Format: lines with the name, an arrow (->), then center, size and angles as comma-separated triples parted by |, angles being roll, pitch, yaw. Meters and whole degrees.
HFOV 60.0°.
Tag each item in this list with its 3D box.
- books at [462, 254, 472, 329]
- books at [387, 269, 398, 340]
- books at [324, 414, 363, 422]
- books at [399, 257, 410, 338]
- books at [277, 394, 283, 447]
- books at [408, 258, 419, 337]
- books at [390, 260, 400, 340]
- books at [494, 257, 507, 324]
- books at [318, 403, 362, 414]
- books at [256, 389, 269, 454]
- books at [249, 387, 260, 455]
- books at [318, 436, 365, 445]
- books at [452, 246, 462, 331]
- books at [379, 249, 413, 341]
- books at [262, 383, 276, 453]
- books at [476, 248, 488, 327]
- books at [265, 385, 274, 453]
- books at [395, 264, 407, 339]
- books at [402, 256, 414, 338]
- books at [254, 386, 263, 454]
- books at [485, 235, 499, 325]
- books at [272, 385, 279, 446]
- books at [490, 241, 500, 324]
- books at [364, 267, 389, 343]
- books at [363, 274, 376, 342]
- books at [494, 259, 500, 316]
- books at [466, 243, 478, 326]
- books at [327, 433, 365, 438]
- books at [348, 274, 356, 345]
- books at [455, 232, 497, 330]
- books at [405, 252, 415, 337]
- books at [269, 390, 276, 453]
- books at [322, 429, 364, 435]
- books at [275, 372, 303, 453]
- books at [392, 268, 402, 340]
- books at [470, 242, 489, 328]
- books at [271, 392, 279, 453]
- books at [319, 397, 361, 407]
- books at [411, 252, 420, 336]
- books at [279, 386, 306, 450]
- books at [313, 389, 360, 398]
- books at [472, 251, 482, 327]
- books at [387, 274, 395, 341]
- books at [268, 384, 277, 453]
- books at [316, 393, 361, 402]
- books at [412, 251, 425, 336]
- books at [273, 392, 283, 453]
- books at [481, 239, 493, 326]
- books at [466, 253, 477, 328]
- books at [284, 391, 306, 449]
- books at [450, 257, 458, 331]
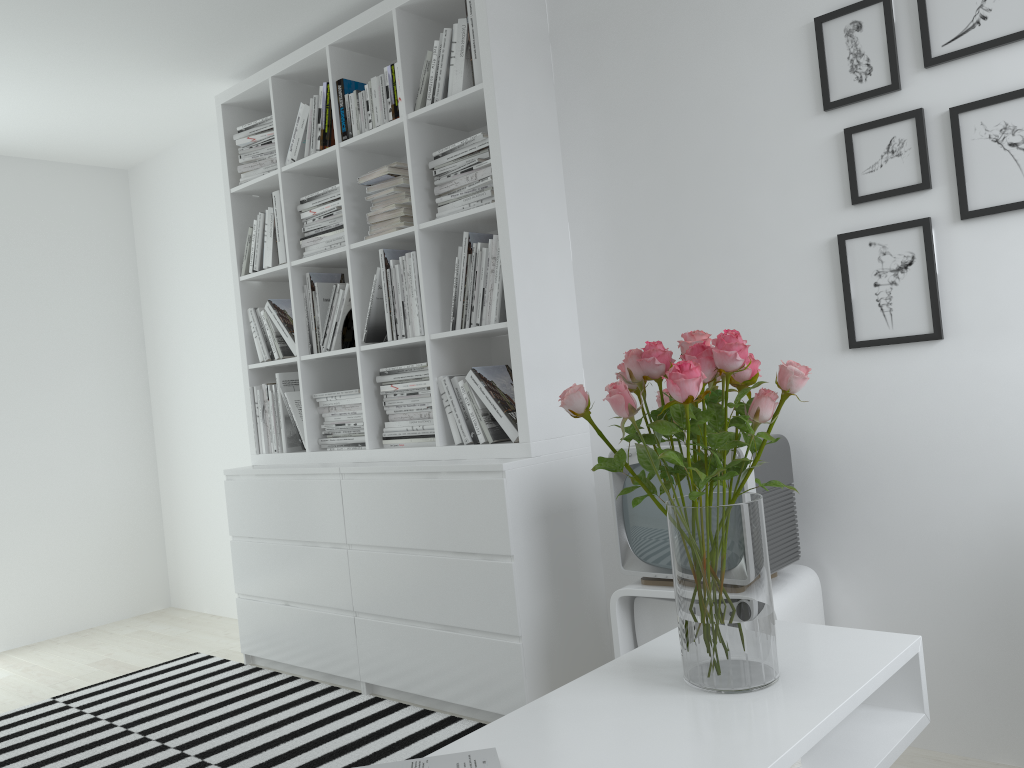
books -> -0.100, -0.311, 3.019 | 0.078, 0.248, 0.161 | -6, 0, 42
books -> -0.375, -0.288, 3.207 | 0.013, 0.256, 0.161 | -6, 0, 42
books -> -0.593, 0.126, 3.500 | 0.263, 0.017, 0.167 | -6, 0, 42
books -> -0.319, -0.310, 3.187 | 0.016, 0.288, 0.182 | -6, 0, 42
books -> -0.906, 0.154, 3.732 | 0.013, 0.254, 0.161 | -6, 0, 42
books -> -0.283, -0.306, 3.133 | 0.021, 0.273, 0.174 | -6, 0, 42
books -> -0.362, -0.304, 3.205 | 0.012, 0.285, 0.159 | -6, 0, 42
books -> 0.019, -0.340, 2.893 | 0.090, 0.282, 0.182 | -6, 0, 42
books -> -0.612, 0.090, 3.531 | 0.296, 0.028, 0.180 | -6, 0, 42
books -> -1.005, 0.154, 3.819 | 0.021, 0.273, 0.174 | -6, 0, 42
books -> -1.039, 0.150, 3.833 | 0.016, 0.288, 0.182 | -6, 0, 42
books -> -0.596, 0.213, 3.508 | 0.331, 0.025, 0.176 | -6, 0, 42
books -> -0.134, -0.323, 3.035 | 0.085, 0.278, 0.159 | -6, 0, 42
books -> -0.396, -0.323, 3.234 | 0.025, 0.331, 0.176 | -6, 0, 42
books -> -0.978, 0.141, 3.815 | 0.028, 0.296, 0.180 | -6, 0, 42
books -> -0.047, -0.320, 2.973 | 0.085, 0.258, 0.167 | -6, 0, 42
books -> -0.961, 0.142, 3.800 | 0.016, 0.288, 0.182 | -6, 0, 42
books -> -0.339, -0.295, 3.188 | 0.017, 0.263, 0.167 | -6, 0, 42
books -> -0.308, -0.311, 3.177 | 0.016, 0.288, 0.182 | -6, 0, 42
books -> -1.020, 0.148, 3.831 | 0.016, 0.288, 0.182 | -6, 0, 42
books -> -0.007, -0.342, 2.953 | 0.103, 0.293, 0.180 | -6, 0, 42
books -> -0.927, 0.140, 3.748 | 0.012, 0.285, 0.159 | -6, 0, 42
books -> 0.007, -0.332, 2.935 | 0.091, 0.269, 0.174 | -6, 0, 42
books -> -0.458, -0.291, 3.279 | 0.131, 0.263, 0.159 | -6, 0, 42
books -> -0.468, -0.281, 3.294 | 0.118, 0.235, 0.161 | -6, 0, 42
books -> 0.018, -0.341, 2.916 | 0.090, 0.282, 0.182 | -6, 0, 42
books -> -0.078, -0.329, 3.018 | 0.090, 0.282, 0.182 | -6, 0, 42
books -> -0.589, 0.194, 3.500 | 0.254, 0.013, 0.161 | -6, 0, 42
books -> -0.543, -0.289, 3.436 | 0.028, 0.296, 0.180 | -6, 0, 42
books -> -0.111, -0.347, 3.025 | 0.109, 0.325, 0.176 | -6, 0, 42
books -> -0.291, -0.316, 3.161 | 0.028, 0.296, 0.180 | -6, 0, 42
books -> -0.944, 0.153, 3.768 | 0.017, 0.263, 0.167 | -6, 0, 42
books -> -0.593, 0.181, 3.523 | 0.288, 0.016, 0.182 | -6, 0, 42
books -> -0.896, 0.114, 3.720 | 0.025, 0.331, 0.176 | -6, 0, 42
books -> -0.356, -0.289, 3.192 | 0.012, 0.254, 0.161 | -6, 0, 42
books -> -0.068, -0.329, 2.988 | 0.085, 0.278, 0.159 | -6, 0, 42
books -> -0.938, 0.157, 3.752 | 0.012, 0.254, 0.161 | -6, 0, 42
books -> -0.610, 0.066, 3.506 | 0.273, 0.021, 0.174 | -6, 0, 42
books -> -0.271, -0.317, 3.120 | 0.016, 0.288, 0.182 | -6, 0, 42
books -> -0.843, 0.135, 3.660 | 0.131, 0.263, 0.159 | -6, 0, 42
books -> -0.626, 0.032, 3.503 | 0.288, 0.016, 0.182 | -6, 0, 42
books -> -0.064, -0.314, 2.978 | 0.077, 0.248, 0.161 | -6, 0, 42
books -> -0.379, -0.287, 3.222 | 0.013, 0.254, 0.161 | -6, 0, 42
books -> -0.949, 0.141, 3.790 | 0.016, 0.288, 0.182 | -6, 0, 42
books -> -0.613, 0.047, 3.506 | 0.288, 0.016, 0.182 | -6, 0, 42
books -> -0.266, -0.315, 3.102 | 0.016, 0.288, 0.182 | -6, 0, 42
books -> -0.922, 0.154, 3.734 | 0.013, 0.256, 0.161 | -6, 0, 42
books -> -0.023, -0.335, 2.969 | 0.090, 0.282, 0.182 | -6, 0, 42
books -> -0.085, -0.312, 2.993 | 0.078, 0.249, 0.161 | -6, 0, 42
books -> -0.826, 0.142, 3.651 | 0.118, 0.235, 0.161 | -6, 0, 42
books -> -0.143, -0.305, 3.050 | 0.077, 0.248, 0.161 | -6, 0, 42
